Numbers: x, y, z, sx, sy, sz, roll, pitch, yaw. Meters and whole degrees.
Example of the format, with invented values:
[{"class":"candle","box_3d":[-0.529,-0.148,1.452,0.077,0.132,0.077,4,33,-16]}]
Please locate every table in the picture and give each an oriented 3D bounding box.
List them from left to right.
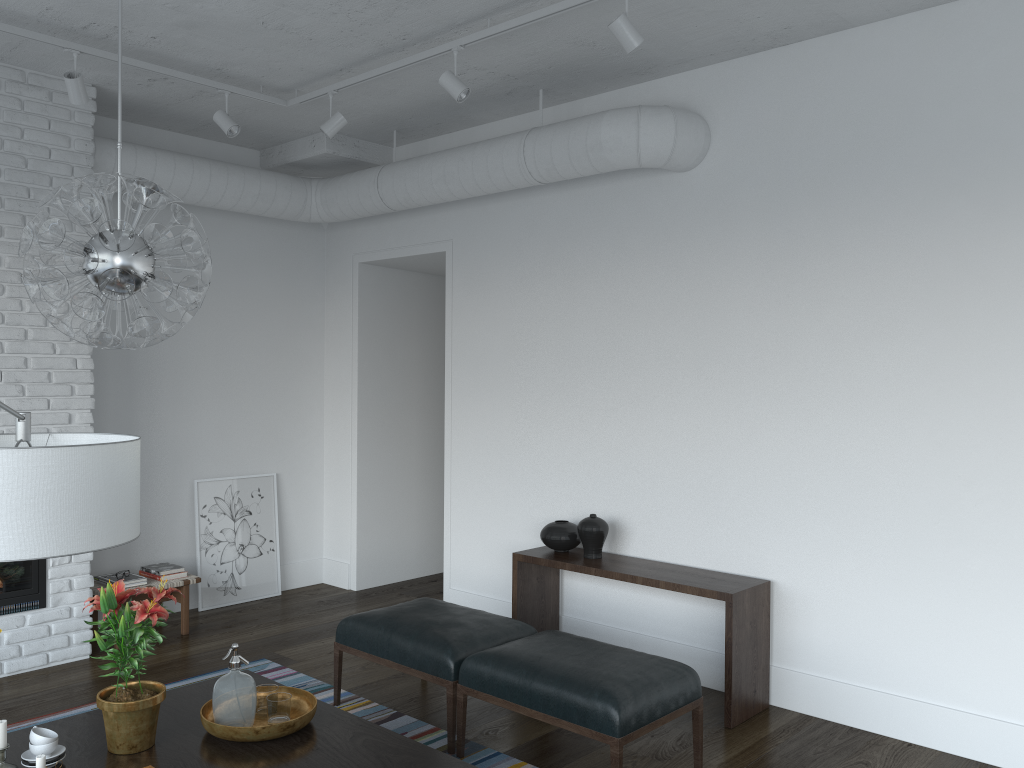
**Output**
[{"class":"table","box_3d":[-2.280,1.374,5.439,0.405,0.345,0.605,1,1,42]},{"class":"table","box_3d":[-1.016,1.363,2.664,1.362,0.394,1.306,1,1,42]},{"class":"table","box_3d":[0.628,1.258,4.641,1.362,0.617,0.375,1,1,42]}]

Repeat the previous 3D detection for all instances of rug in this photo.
[{"class":"rug","box_3d":[-0.928,1.566,2.709,3.760,0.012,2.735,1,1,42]}]

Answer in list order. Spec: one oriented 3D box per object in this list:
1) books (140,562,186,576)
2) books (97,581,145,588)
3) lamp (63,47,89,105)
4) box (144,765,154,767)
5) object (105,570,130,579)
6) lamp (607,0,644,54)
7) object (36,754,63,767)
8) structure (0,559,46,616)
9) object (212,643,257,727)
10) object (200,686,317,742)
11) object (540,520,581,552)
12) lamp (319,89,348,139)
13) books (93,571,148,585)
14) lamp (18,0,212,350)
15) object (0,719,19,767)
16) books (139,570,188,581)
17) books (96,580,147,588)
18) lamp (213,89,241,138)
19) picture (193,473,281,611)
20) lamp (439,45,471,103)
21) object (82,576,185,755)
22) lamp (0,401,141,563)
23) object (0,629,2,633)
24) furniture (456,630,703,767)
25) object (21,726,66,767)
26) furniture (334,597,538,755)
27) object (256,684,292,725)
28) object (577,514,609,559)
[{"class":"books","box_3d":[-2.191,1.160,5.565,0.238,0.025,0.173,1,1,40]},{"class":"books","box_3d":[-2.357,1.199,5.352,0.273,0.011,0.172,1,1,41]},{"class":"lamp","box_3d":[-2.088,-1.481,4.235,0.097,0.285,0.154,0,0,-7]},{"class":"box","box_3d":[-1.049,1.121,2.341,0.169,0.093,0.294,1,1,42]},{"class":"object","box_3d":[-2.378,1.146,5.342,0.093,0.038,0.134,0,0,9]},{"class":"lamp","box_3d":[0.454,-1.457,3.508,0.154,0.285,0.100,0,0,-24]},{"class":"object","box_3d":[-1.359,1.116,2.559,0.102,0.098,0.102,0,0,-8]},{"class":"structure","box_3d":[-3.136,0.985,4.592,0.675,0.578,1.168,1,1,42]},{"class":"object","box_3d":[-0.936,1.018,2.994,0.143,0.288,0.143,1,0,14]},{"class":"object","box_3d":[-0.861,1.130,3.026,0.383,0.068,0.383,0,0,-5]},{"class":"object","box_3d":[0.281,0.861,5.017,0.245,0.168,0.245,1,0,34]},{"class":"lamp","box_3d":[-0.972,-1.477,4.828,0.154,0.285,0.104,0,0,-7]},{"class":"books","box_3d":[-2.360,1.174,5.348,0.280,0.019,0.202,1,1,40]},{"class":"lamp","box_3d":[-1.234,-0.882,2.792,0.552,1.546,0.552,1,0,30]},{"class":"object","box_3d":[-1.511,1.076,2.622,0.098,0.174,0.098,1,1,37]},{"class":"books","box_3d":[-2.185,1.188,5.560,0.267,0.032,0.185,1,1,40]},{"class":"books","box_3d":[-2.351,1.188,5.343,0.306,0.011,0.171,1,1,41]},{"class":"lamp","box_3d":[-1.551,-1.481,4.817,0.154,0.285,0.093,1,0,21]},{"class":"picture","box_3d":[-1.926,1.095,6.252,0.093,0.884,0.637,1,1,42]},{"class":"lamp","box_3d":[-0.271,-1.467,4.173,0.154,0.285,0.094,1,0,16]},{"class":"object","box_3d":[-1.208,0.885,2.810,0.275,0.558,0.284,0,0,4]},{"class":"lamp","box_3d":[-0.773,0.712,0.926,0.432,1.738,2.162,0,0,-14]},{"class":"object","box_3d":[-1.542,0.928,2.557,0.121,0.470,0.120,0,0,-32]},{"class":"furniture","box_3d":[0.270,1.334,3.642,0.827,0.476,0.583,1,1,42]},{"class":"object","box_3d":[-1.429,1.105,2.706,0.121,0.113,0.124,0,0,-28]},{"class":"furniture","box_3d":[-0.359,1.324,4.217,0.828,0.478,0.584,1,1,42]},{"class":"object","box_3d":[-0.833,1.115,3.083,0.085,0.089,0.195,0,1,-38]},{"class":"object","box_3d":[0.443,0.830,4.851,0.171,0.236,0.171,0,1,-43]}]
